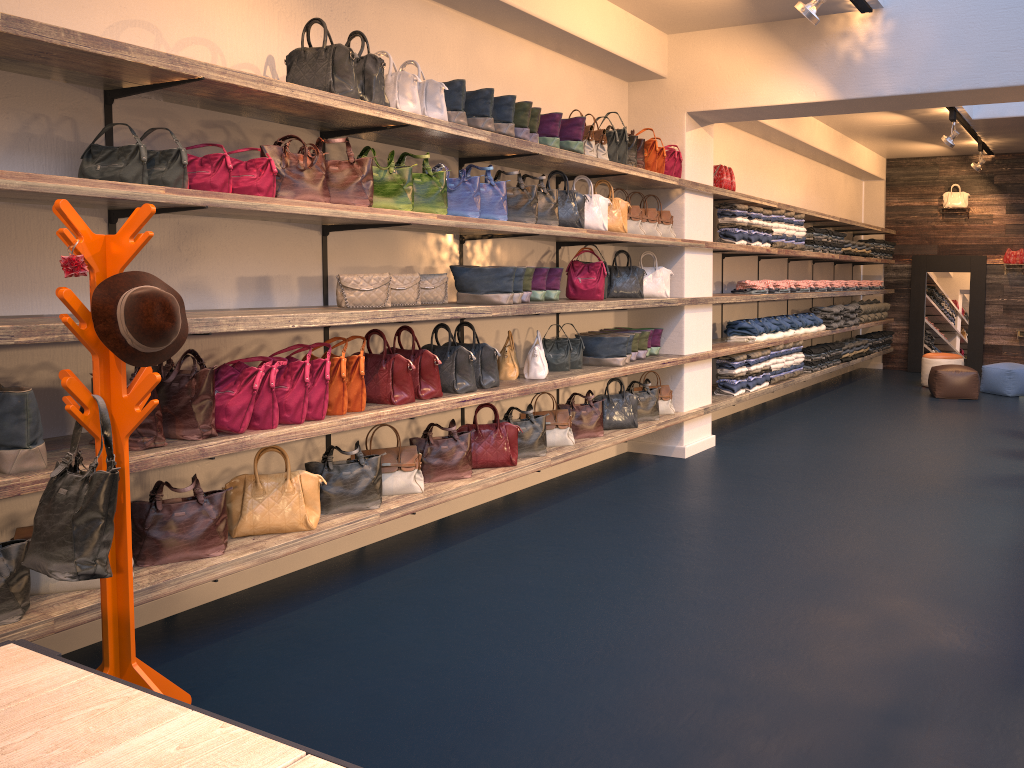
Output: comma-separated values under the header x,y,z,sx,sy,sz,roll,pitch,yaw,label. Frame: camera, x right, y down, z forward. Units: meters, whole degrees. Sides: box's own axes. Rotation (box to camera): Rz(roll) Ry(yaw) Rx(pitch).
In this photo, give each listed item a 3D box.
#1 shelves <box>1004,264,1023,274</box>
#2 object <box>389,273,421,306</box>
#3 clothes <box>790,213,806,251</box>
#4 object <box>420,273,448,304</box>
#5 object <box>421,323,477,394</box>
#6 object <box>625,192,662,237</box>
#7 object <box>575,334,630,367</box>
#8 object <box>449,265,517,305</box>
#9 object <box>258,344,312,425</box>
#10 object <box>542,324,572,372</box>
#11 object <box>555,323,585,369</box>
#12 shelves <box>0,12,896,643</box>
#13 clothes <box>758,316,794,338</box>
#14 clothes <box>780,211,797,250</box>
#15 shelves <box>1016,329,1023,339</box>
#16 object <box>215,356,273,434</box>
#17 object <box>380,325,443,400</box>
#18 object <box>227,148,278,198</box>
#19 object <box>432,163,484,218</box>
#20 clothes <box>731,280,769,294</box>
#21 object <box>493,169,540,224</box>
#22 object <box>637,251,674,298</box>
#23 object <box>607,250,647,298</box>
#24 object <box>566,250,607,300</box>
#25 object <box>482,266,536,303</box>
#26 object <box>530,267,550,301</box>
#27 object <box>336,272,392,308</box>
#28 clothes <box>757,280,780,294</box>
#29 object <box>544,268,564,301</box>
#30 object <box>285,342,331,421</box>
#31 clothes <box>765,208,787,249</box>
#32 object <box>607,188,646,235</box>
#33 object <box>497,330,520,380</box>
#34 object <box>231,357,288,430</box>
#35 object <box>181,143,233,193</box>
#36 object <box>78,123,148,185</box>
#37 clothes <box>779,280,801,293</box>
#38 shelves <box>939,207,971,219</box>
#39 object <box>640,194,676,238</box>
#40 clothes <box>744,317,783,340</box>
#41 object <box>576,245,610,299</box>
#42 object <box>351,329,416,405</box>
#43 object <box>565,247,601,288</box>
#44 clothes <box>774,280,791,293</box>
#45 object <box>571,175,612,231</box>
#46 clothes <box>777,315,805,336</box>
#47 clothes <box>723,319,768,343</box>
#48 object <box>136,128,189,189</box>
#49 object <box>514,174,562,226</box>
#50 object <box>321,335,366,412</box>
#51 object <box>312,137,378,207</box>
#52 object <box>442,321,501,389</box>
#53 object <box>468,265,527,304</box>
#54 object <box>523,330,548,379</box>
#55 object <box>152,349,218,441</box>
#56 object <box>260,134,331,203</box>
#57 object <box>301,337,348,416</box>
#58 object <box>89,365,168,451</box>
x,y,z,sx,sy,sz,roll,pitch,yaw,label
7.839,-1.792,13.537,0.283,0.156,0.264,5,7,31,shelves
-0.597,-0.495,4.530,0.292,0.175,0.096,-5,7,-40,object
3.184,-1.737,9.903,0.362,0.454,0.248,-4,6,-45,clothes
-0.476,-0.531,4.823,0.292,0.175,0.096,-4,6,-38,object
-0.366,-0.151,4.892,0.395,0.384,0.208,4,5,31,object
0.995,-1.340,6.878,0.404,0.365,0.170,-1,5,-19,object
0.663,-0.247,6.356,0.405,0.231,0.184,2,5,11,object
-0.165,-0.576,5.063,0.404,0.231,0.184,2,5,12,object
-1.010,0.005,3.819,0.289,0.341,0.231,-2,5,-27,object
0.300,-0.244,5.952,0.246,0.327,0.104,-1,4,-15,object
0.397,-0.261,6.100,0.246,0.327,0.104,-1,4,-15,object
4.279,-0.267,5.220,8.033,2.216,18.146,5,9,33,shelves
2.902,-0.641,9.705,0.394,0.239,0.462,5,8,32,clothes
2.965,-1.699,9.581,0.362,0.454,0.248,-4,6,-45,clothes
8.070,-0.760,13.477,0.420,0.143,0.264,5,8,30,shelves
-1.150,0.049,3.601,0.347,0.299,0.256,-3,6,-30,object
-0.543,-0.122,4.646,0.397,0.384,0.207,4,5,29,object
-1.148,-0.896,3.687,0.267,0.242,0.202,-3,6,-33,object
-0.338,-1.068,4.838,0.403,0.303,0.175,-3,5,-29,object
2.504,-1.011,9.104,0.344,0.158,0.325,-4,8,-37,clothes
-0.010,-1.135,5.269,0.381,0.337,0.215,0,5,-4,object
1.121,-0.895,7.112,0.446,0.384,0.184,-1,4,-17,object
0.876,-0.868,6.867,0.455,0.384,0.180,-2,5,-26,object
0.524,-0.776,6.185,0.267,0.360,0.202,-3,5,-33,object
-0.058,-0.617,5.420,0.411,0.234,0.181,1,5,5,object
0.045,-0.662,5.777,0.411,0.234,0.181,1,5,5,object
-0.721,-0.458,4.232,0.289,0.175,0.097,-3,5,-30,object
2.726,-1.051,9.391,0.299,0.154,0.377,4,8,27,clothes
0.155,-0.685,5.969,0.404,0.234,0.184,2,5,12,object
-0.942,-0.007,3.919,0.289,0.341,0.231,-2,5,-27,object
2.767,-1.664,9.289,0.362,0.454,0.248,-4,6,-45,clothes
0.826,-1.311,6.629,0.404,0.365,0.170,-1,5,-19,object
-0.028,-0.190,5.551,0.155,0.307,0.342,1,6,3,object
-1.110,0.041,3.708,0.257,0.297,0.248,0,5,-2,object
-1.297,-0.884,3.572,0.266,0.242,0.203,-3,6,-30,object
-1.548,-0.877,3.365,0.284,0.275,0.141,2,4,13,object
3.162,-1.127,10.034,0.299,0.154,0.377,4,8,27,clothes
7.089,-2.736,13.900,0.420,0.156,0.264,5,8,30,shelves
1.149,-1.367,7.103,0.404,0.365,0.170,-1,5,-19,object
2.658,-0.599,9.347,0.466,0.239,0.390,-5,9,-42,clothes
0.583,-0.837,6.481,0.295,0.409,0.136,0,4,-1,object
-0.673,-0.091,4.452,0.402,0.384,0.204,3,5,22,object
0.533,-0.806,6.333,0.273,0.383,0.210,-3,6,-36,object
2.941,-1.087,9.747,0.344,0.158,0.325,-4,8,-37,clothes
0.495,-1.254,6.031,0.452,0.384,0.181,-2,5,-23,object
3.150,-0.685,10.072,0.394,0.239,0.462,5,8,32,clothes
2.390,-0.552,8.951,0.394,0.239,0.462,5,8,32,clothes
-1.426,-0.888,3.459,0.284,0.275,0.141,2,4,13,object
0.145,-1.161,5.489,0.397,0.337,0.206,-1,5,-19,object
-0.824,-0.047,4.174,0.253,0.360,0.214,0,5,-7,object
-0.832,-0.996,4.090,0.383,0.337,0.213,0,5,-6,object
-0.248,-0.176,5.101,0.401,0.384,0.205,3,5,23,object
-0.114,-0.597,5.234,0.415,0.231,0.180,1,5,2,object
0.157,-0.197,5.630,0.155,0.307,0.342,1,6,3,object
-1.314,0.035,3.456,0.319,0.354,0.175,4,5,30,object
-0.966,-0.958,3.914,0.178,0.303,0.396,2,6,23,object
-0.893,-0.035,4.072,0.253,0.360,0.214,0,5,-7,object
-1.443,0.060,3.294,0.347,0.337,0.235,5,6,38,object
